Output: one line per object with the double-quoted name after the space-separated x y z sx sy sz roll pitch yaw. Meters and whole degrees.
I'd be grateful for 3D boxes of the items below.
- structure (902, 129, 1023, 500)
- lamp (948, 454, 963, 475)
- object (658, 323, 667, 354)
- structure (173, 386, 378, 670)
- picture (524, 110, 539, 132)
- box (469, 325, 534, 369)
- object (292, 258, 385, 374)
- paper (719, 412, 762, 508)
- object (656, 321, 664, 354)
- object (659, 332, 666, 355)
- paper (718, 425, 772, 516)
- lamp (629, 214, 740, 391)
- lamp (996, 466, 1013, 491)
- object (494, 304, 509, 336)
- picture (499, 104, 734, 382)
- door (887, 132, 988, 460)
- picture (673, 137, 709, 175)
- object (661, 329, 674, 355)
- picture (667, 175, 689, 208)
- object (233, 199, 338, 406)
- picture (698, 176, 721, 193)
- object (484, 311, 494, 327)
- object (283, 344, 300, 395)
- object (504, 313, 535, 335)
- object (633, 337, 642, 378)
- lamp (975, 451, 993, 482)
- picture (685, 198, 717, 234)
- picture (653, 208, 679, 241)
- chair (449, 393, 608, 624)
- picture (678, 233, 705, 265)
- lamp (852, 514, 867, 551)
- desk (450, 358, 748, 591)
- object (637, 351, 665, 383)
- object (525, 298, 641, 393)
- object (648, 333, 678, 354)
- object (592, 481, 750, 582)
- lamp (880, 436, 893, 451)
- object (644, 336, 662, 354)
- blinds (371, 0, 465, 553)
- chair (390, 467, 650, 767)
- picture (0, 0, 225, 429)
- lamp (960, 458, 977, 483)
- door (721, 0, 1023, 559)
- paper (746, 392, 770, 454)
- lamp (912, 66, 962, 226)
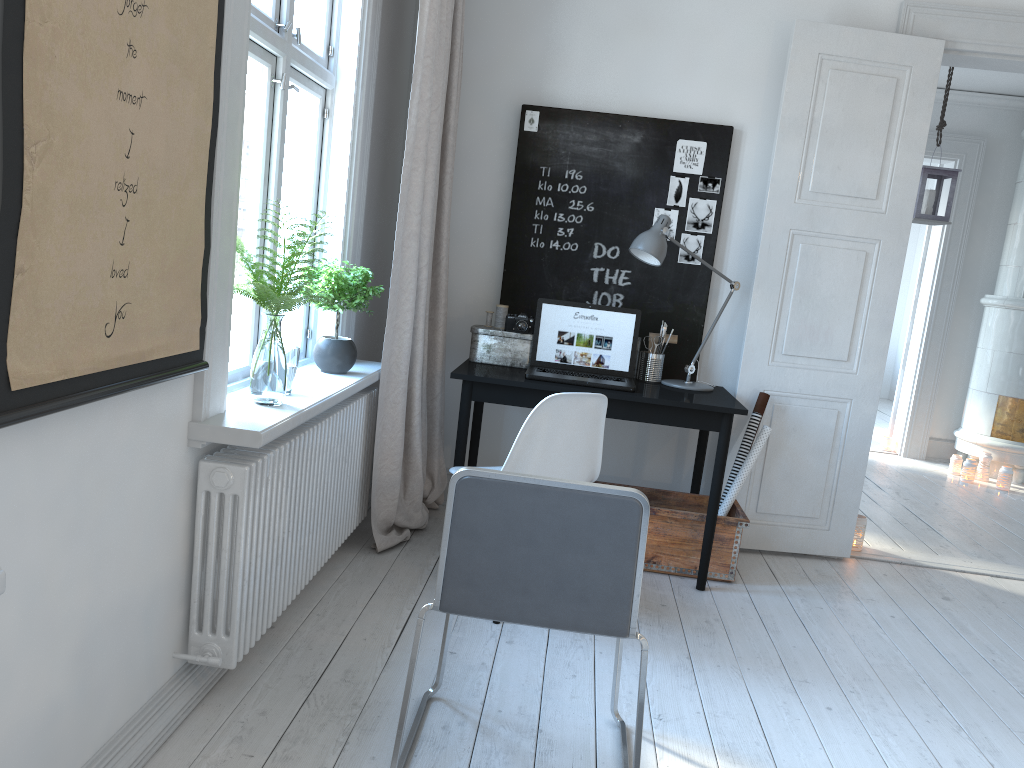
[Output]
3.760 -0.604 6.455 1.247 2.836 0.798 -1 12 -41 "structure"
3.307 0.602 6.608 0.084 0.147 0.083 8 9 8 "lamp"
0.648 -0.143 3.920 0.062 0.265 0.012 -2 13 -43 "object"
-0.725 0.366 2.947 0.195 0.549 1.501 7 9 4 "structure"
0.089 -1.186 4.000 0.061 0.088 0.004 7 9 0 "picture"
-0.030 -0.166 3.943 0.317 0.153 0.192 7 9 4 "box"
-0.631 -0.245 3.172 0.309 0.408 0.271 0 11 -36 "object"
0.953 0.453 3.872 0.266 0.671 0.043 -1 12 -40 "paper"
0.644 -0.147 3.920 0.008 0.268 0.060 10 10 20 "object"
0.648 -0.120 3.914 0.009 0.222 0.082 13 11 33 "object"
0.947 0.478 3.816 0.283 0.628 0.040 4 10 -18 "paper"
0.727 -0.342 3.800 0.617 0.718 0.229 2 10 -25 "lamp"
3.476 0.664 6.253 0.089 0.166 0.089 7 9 3 "lamp"
-0.053 -0.279 3.903 0.056 0.130 0.167 7 9 2 "object"
0.451 -0.632 4.085 0.953 1.175 0.063 7 9 4 "picture"
2.626 -0.747 7.078 2.598 2.512 0.576 7 9 4 "door"
0.799 -1.020 3.964 0.147 0.155 0.004 7 9 4 "picture"
0.660 -0.127 3.907 0.084 0.240 0.009 3 10 -19 "object"
0.748 -0.867 3.993 0.083 0.146 0.002 7 9 4 "picture"
-0.677 -0.223 2.450 0.413 0.566 0.304 14 11 37 "object"
0.887 -0.896 3.977 0.095 0.072 0.001 7 9 4 "picture"
-0.103 -0.291 3.972 0.040 0.069 0.039 5 9 -8 "object"
-0.691 -0.043 2.665 0.097 0.146 0.097 8 9 9 "object"
0.035 -0.264 3.829 0.137 0.088 0.073 7 9 4 "object"
0.533 -0.120 3.991 0.079 0.189 0.078 4 10 -17 "object"
3.458 0.603 6.495 0.098 0.210 0.098 8 9 8 "lamp"
0.852 -0.762 4.000 0.121 0.153 0.002 7 9 4 "picture"
0.692 -0.722 4.019 0.107 0.151 0.001 7 9 4 "picture"
0.051 0.384 3.199 0.474 0.826 0.552 1 11 -31 "chair"
0.814 -0.614 4.026 0.103 0.136 0.001 7 9 4 "picture"
1.682 0.728 4.346 0.089 0.167 0.088 6 9 -4 "lamp"
0.317 0.357 3.820 1.159 0.761 0.649 7 9 4 "desk"
0.613 -0.075 3.919 0.108 0.129 0.108 10 9 19 "object"
0.300 -0.166 3.653 0.445 0.316 0.324 7 9 4 "object"
0.668 -0.119 3.962 0.138 0.209 0.034 4 10 -16 "object"
0.643 0.635 3.836 0.664 0.283 0.338 7 9 4 "object"
3.062 0.488 7.247 0.093 0.110 0.093 10 10 21 "lamp"
0.608 -0.117 3.924 0.081 0.199 0.050 12 11 28 "object"
-0.308 -0.656 3.651 0.225 2.655 0.829 7 9 4 "blinds"
0.058 0.553 2.161 0.562 0.800 0.523 7 9 4 "chair"
-0.707 -0.625 1.647 0.057 1.317 0.791 7 9 4 "picture"
3.287 0.623 6.378 0.089 0.166 0.089 7 9 5 "lamp"
2.374 -0.336 4.109 2.598 2.512 0.576 7 9 4 "door"
0.990 0.405 3.932 0.297 0.749 0.048 -1 12 -40 "paper"
2.592 -1.840 5.218 0.228 1.767 0.228 7 9 1 "lamp"
